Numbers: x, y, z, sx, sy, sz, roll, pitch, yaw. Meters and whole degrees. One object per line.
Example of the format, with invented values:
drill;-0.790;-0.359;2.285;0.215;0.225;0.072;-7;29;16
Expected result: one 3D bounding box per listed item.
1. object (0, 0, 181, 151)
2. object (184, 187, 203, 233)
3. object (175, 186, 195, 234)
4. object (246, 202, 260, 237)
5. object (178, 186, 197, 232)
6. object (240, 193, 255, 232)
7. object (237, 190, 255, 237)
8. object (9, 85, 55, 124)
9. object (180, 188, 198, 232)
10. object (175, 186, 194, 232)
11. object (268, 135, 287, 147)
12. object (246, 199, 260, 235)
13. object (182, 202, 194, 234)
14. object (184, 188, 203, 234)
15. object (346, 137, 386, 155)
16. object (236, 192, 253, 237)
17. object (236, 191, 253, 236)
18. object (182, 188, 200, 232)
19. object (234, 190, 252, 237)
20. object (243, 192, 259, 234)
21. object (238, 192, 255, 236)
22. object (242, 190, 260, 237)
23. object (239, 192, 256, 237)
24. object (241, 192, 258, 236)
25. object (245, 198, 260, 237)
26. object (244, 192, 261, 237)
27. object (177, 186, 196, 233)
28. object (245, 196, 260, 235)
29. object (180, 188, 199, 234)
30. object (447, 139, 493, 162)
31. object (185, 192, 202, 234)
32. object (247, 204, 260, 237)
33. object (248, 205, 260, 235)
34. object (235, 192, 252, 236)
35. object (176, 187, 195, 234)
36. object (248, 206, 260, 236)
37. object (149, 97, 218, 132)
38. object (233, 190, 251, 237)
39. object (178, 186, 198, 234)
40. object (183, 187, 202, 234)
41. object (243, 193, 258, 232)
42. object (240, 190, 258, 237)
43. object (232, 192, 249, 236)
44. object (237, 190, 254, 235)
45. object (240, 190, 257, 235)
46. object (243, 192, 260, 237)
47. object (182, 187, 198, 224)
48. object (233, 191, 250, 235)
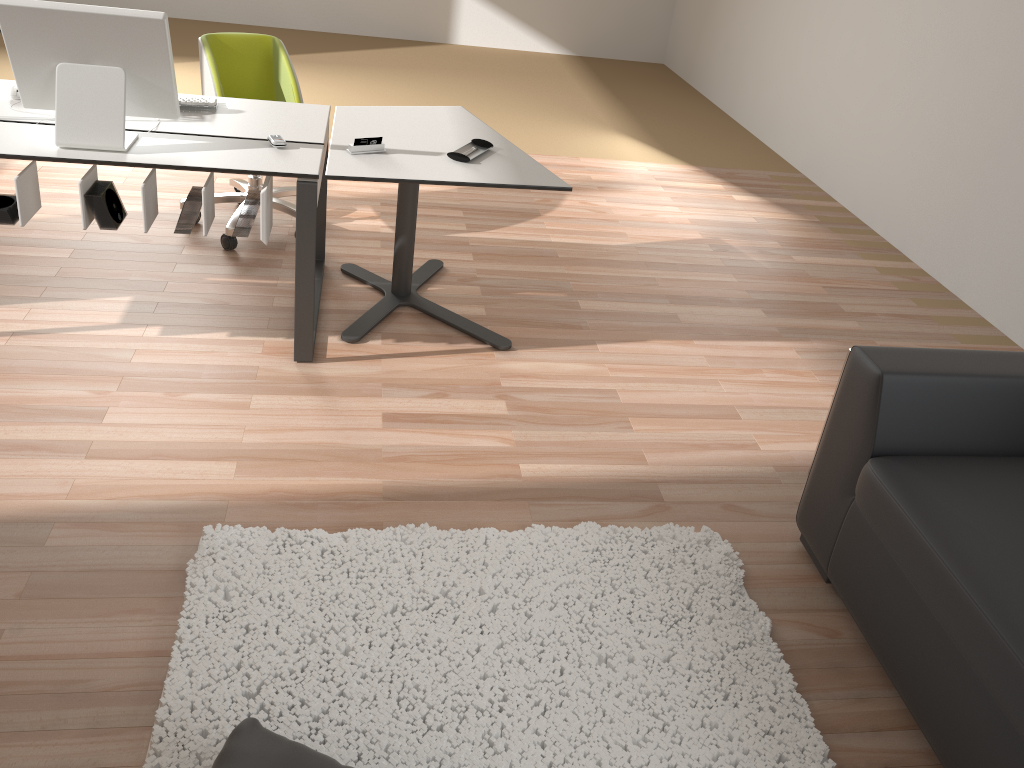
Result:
object;-1.283;-0.950;2.699;0.465;0.410;0.207;2;28;-10
object;-1.025;-0.560;2.831;0.040;0.108;0.140;3;30;-10
object;-1.050;-0.560;2.827;0.040;0.108;0.140;3;30;-10
object;-0.837;-0.555;2.864;0.040;0.108;0.140;3;30;-10
object;-1.043;-0.560;2.828;0.040;0.108;0.140;3;30;-10
object;-0.860;-0.555;2.860;0.039;0.108;0.140;3;30;-10
object;-0.864;-0.555;2.859;0.040;0.108;0.140;3;30;-10
object;-1.647;-0.949;3.027;0.141;0.076;0.386;-10;35;-27
object;-1.037;-0.560;2.829;0.039;0.108;0.140;3;30;-10
object;-1.053;-0.560;2.826;0.040;0.108;0.140;3;30;-10
object;-0.791;-0.818;2.960;0.047;0.020;0.088;-10;35;-27
object;-0.840;-0.555;2.864;0.040;0.108;0.140;3;30;-10
object;-1.030;-0.560;2.830;0.040;0.108;0.140;3;30;-10
object;-1.023;-0.560;2.831;0.040;0.108;0.140;3;30;-10
object;-0.499;-0.823;3.012;0.131;0.053;0.051;-13;35;-31
object;-0.867;-0.556;2.859;0.039;0.108;0.140;3;30;-10
object;-0.869;-0.555;2.859;0.040;0.108;0.140;3;30;-10
object;-1.032;-0.560;2.830;0.040;0.108;0.140;3;30;-10
object;-0.874;-0.556;2.858;0.040;0.108;0.140;3;30;-10
object;-0.849;-0.555;2.862;0.039;0.108;0.140;3;30;-10
object;-0.862;-0.555;2.860;0.040;0.108;0.140;3;30;-10
object;-0.849;-0.555;2.862;0.040;0.108;0.140;3;30;-10
object;-0.858;-0.555;2.861;0.039;0.108;0.140;3;30;-10
object;-0.853;-0.555;2.862;0.040;0.108;0.140;3;30;-10
object;-0.840;-0.555;2.864;0.039;0.108;0.140;3;30;-10
object;-0.844;-0.555;2.863;0.040;0.108;0.140;3;30;-10
object;-1.046;-0.560;2.827;0.040;0.108;0.140;3;30;-10
object;-0.842;-0.555;2.863;0.039;0.108;0.140;3;30;-10
object;-1.035;-0.560;2.829;0.039;0.108;0.140;3;30;-10
object;-0.146;-0.831;3.126;0.090;0.029;0.225;17;32;15
object;-1.021;-0.559;2.832;0.040;0.108;0.140;3;30;-10
object;-0.835;-0.555;2.865;0.040;0.108;0.140;3;30;-10
object;-0.833;-0.555;2.865;0.039;0.108;0.140;3;30;-10
object;-0.871;-0.555;2.858;0.040;0.108;0.140;3;30;-10
object;-1.048;-0.560;2.827;0.040;0.108;0.140;3;30;-10
object;-0.833;-0.554;2.865;0.040;0.108;0.140;3;30;-10
object;-1.289;-0.946;3.103;0.456;0.076;0.407;-1;32;-14
object;-0.876;-0.556;2.857;0.040;0.108;0.140;3;30;-10
object;-1.041;-0.560;2.828;0.040;0.108;0.140;3;30;-10
object;-1.028;-0.560;2.831;0.040;0.108;0.140;3;30;-10
object;-0.851;-0.555;2.862;0.039;0.108;0.140;3;30;-10
object;-0.855;-0.555;2.861;0.040;0.108;0.140;3;30;-10
object;-0.880;-0.556;2.857;0.040;0.108;0.140;3;30;-10
object;-0.867;-0.555;2.859;0.040;0.108;0.140;3;30;-10
object;-0.858;-0.555;2.861;0.040;0.108;0.140;3;30;-10
object;-0.846;-0.555;2.863;0.040;0.108;0.140;3;30;-10
object;-1.039;-0.560;2.828;0.039;0.108;0.140;3;30;-10
object;-0.878;-0.556;2.857;0.040;0.108;0.140;3;30;-10
